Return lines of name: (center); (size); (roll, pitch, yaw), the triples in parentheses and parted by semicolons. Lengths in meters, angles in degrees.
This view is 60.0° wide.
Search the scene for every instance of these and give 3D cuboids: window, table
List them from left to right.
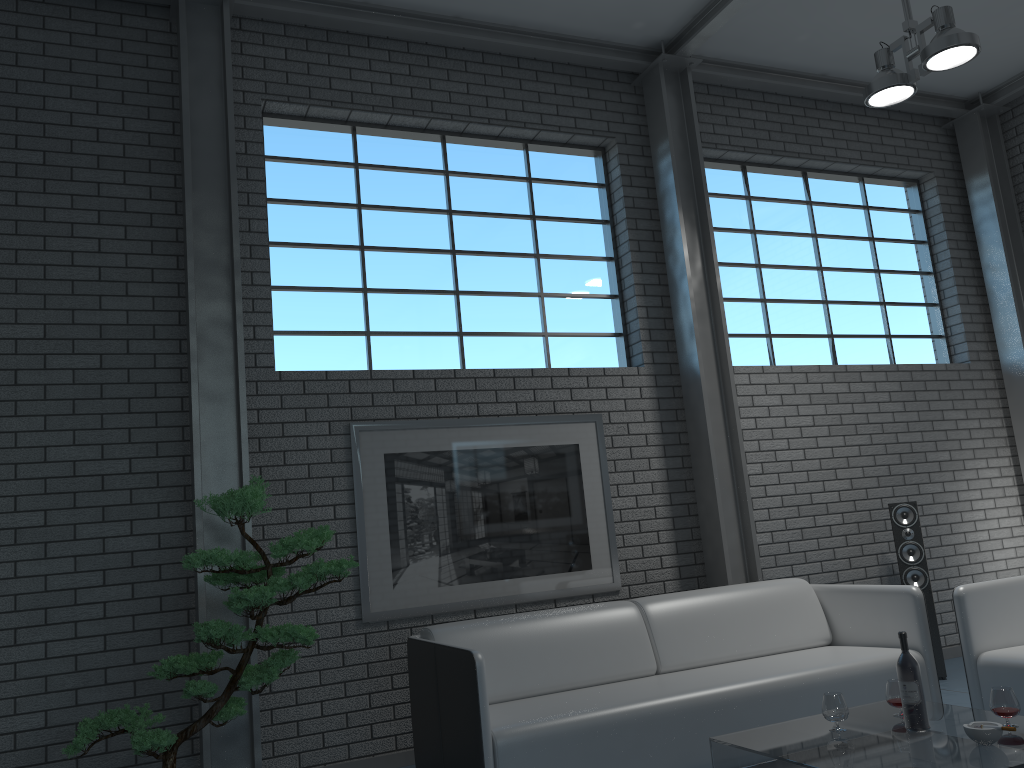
window: (-0.350, -0.781, 5.260); (2.200, 1.500, 0.100); (-1, -11, -24)
window: (2.214, -0.829, 6.384); (2.200, 1.500, 0.100); (-1, -11, -24)
table: (1.290, 1.288, 2.852); (0.900, 0.300, 0.900); (-1, -11, -24)

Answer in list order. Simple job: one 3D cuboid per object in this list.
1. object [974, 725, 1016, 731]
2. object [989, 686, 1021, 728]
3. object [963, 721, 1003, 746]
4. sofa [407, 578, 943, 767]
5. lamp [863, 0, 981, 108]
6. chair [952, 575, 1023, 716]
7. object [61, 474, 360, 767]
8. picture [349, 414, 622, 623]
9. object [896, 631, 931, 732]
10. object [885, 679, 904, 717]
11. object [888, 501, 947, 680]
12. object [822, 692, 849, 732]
object: (1.452, 1.046, 2.655); (0.024, 0.052, 0.128); (0, -12, -30)
object: (1.602, 1.049, 2.882); (0.089, 0.120, 0.089); (-12, -12, 31)
object: (1.432, 1.064, 2.689); (0.108, 0.056, 0.108); (0, -11, -27)
sofa: (0.729, 1.317, 4.015); (2.238, 0.661, 0.919); (-1, -11, -24)
lamp: (2.016, -1.966, 4.545); (0.300, 0.872, 0.639); (-1, -11, -24)
chair: (2.529, 1.093, 3.727); (0.919, 0.661, 0.767); (-1, -11, -26)
object: (-1.064, 1.032, 3.186); (1.032, 1.362, 0.586); (-10, -11, 25)
picture: (-0.112, 0.686, 4.810); (1.490, 1.015, 0.020); (-1, -11, -24)
object: (1.330, 0.990, 2.963); (0.079, 0.316, 0.079); (-7, -10, 9)
object: (1.382, 1.121, 3.167); (0.089, 0.120, 0.089); (-12, -12, 31)
object: (2.468, 1.247, 5.411); (0.159, 1.045, 0.254); (-9, -11, 21)
object: (1.111, 1.125, 3.046); (0.089, 0.120, 0.089); (-12, -12, 31)
